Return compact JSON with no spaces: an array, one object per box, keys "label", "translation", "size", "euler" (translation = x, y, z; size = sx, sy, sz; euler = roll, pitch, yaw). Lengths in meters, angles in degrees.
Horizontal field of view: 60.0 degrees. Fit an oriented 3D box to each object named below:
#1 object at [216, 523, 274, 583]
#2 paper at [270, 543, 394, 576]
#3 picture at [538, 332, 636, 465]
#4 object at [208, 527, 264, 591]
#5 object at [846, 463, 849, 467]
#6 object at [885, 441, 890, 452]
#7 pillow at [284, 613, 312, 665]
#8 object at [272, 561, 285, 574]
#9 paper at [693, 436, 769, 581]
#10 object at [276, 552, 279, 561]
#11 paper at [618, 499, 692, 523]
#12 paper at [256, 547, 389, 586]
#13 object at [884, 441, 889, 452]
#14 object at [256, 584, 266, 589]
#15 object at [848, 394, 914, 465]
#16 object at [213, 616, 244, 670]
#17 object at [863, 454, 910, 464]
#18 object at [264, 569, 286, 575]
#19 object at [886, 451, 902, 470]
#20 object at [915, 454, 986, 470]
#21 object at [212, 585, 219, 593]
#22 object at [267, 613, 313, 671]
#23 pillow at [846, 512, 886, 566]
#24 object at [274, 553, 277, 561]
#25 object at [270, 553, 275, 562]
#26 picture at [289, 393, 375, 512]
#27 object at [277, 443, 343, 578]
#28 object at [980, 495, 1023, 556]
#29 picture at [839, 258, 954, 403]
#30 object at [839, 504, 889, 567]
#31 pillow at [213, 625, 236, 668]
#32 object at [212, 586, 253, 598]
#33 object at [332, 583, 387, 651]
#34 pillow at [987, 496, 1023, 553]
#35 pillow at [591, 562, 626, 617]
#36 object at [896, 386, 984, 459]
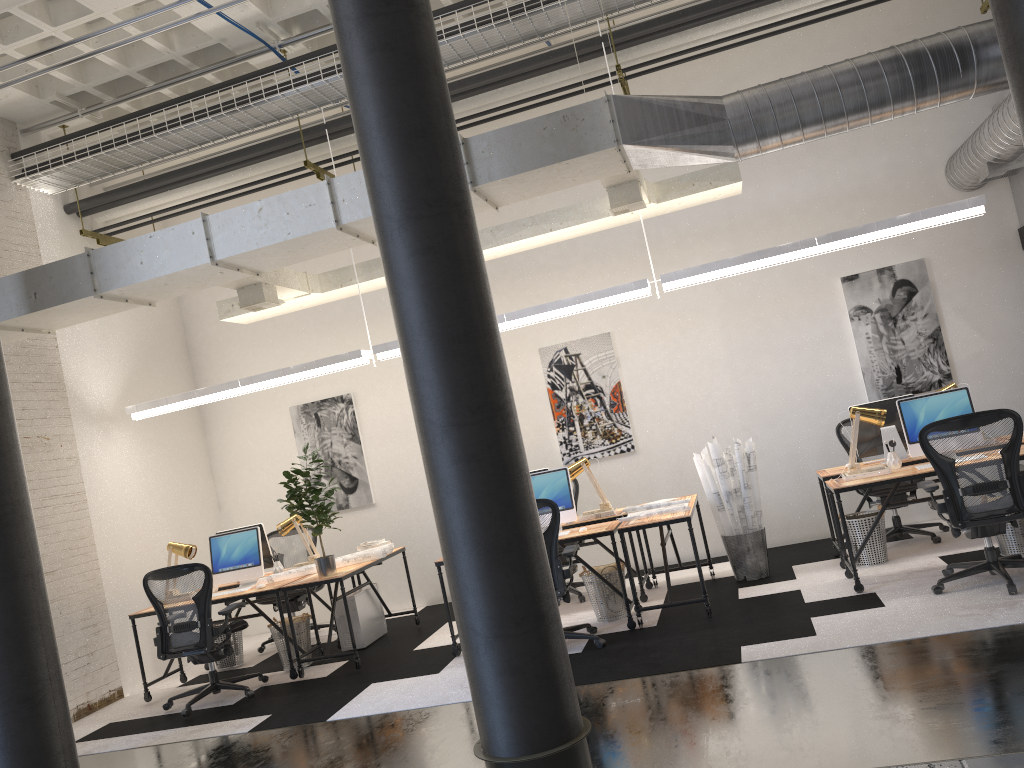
[{"label":"object","translation":[-2.429,1.542,8.053],"size":[0.484,0.485,0.189],"euler":[-13,-3,14]},{"label":"paper","translation":[-1.547,1.531,7.582],"size":[1.133,0.082,0.083],"euler":[-11,-3,-22]},{"label":"picture","translation":[0.735,0.149,8.729],"size":[0.732,1.182,0.049],"euler":[-13,-3,14]},{"label":"object","translation":[-2.307,1.481,7.479],"size":[0.484,0.485,0.189],"euler":[-13,-3,14]},{"label":"object","translation":[2.701,0.650,7.096],"size":[0.059,0.029,0.106],"euler":[-13,-4,14]},{"label":"object","translation":[2.724,0.510,6.382],"size":[0.008,0.207,0.054],"euler":[-12,-3,1]},{"label":"pillow","translation":[-1.804,2.156,7.482],"size":[0.239,0.406,0.119],"euler":[-13,-3,14]},{"label":"object","translation":[-2.086,1.644,7.908],"size":[0.101,0.126,0.101],"euler":[-10,-3,-31]},{"label":"paper","translation":[1.807,0.990,7.200],"size":[0.440,1.197,0.413],"euler":[-12,-3,-9]},{"label":"object","translation":[-2.080,1.600,7.907],"size":[0.008,0.207,0.054],"euler":[-11,-3,-21]},{"label":"paper","translation":[1.099,0.964,6.818],"size":[0.568,0.061,0.626],"euler":[-13,-4,11]},{"label":"paper","translation":[-1.587,1.529,7.420],"size":[1.133,0.082,0.083],"euler":[-11,-3,-12]},{"label":"object","translation":[2.717,0.510,6.372],"size":[0.008,0.207,0.054],"euler":[-11,-3,-21]},{"label":"object","translation":[-2.028,1.634,7.175],"size":[0.059,0.029,0.106],"euler":[-13,-4,14]},{"label":"object","translation":[2.886,0.361,6.812],"size":[0.484,0.485,0.189],"euler":[-13,-3,14]},{"label":"object","translation":[-2.594,2.345,8.056],"size":[0.359,0.434,0.353],"euler":[-12,-3,10]},{"label":"object","translation":[3.012,0.585,7.012],"size":[0.439,0.017,0.118],"euler":[-13,-4,14]},{"label":"object","translation":[-2.303,1.767,8.253],"size":[0.439,0.017,0.118],"euler":[-13,-4,14]},{"label":"object","translation":[2.739,0.548,6.367],"size":[0.101,0.126,0.101],"euler":[-10,-3,-31]},{"label":"object","translation":[2.979,0.530,6.017],"size":[0.439,0.017,0.118],"euler":[-13,-4,14]},{"label":"object","translation":[-2.576,1.729,7.608],"size":[0.101,0.126,0.101],"euler":[-10,-3,-31]},{"label":"object","translation":[-1.831,2.143,7.407],"size":[0.359,0.434,0.353],"euler":[-12,-3,10]},{"label":"pillow","translation":[2.700,1.177,6.739],"size":[0.239,0.406,0.119],"euler":[-13,-3,14]},{"label":"object","translation":[-2.087,1.601,7.897],"size":[0.008,0.207,0.054],"euler":[-12,-3,1]},{"label":"object","translation":[-2.109,1.606,7.906],"size":[0.054,0.207,0.008],"euler":[-12,-3,-3]},{"label":"picture","translation":[-1.907,0.749,9.381],"size":[0.732,1.182,0.049],"euler":[-13,-3,14]},{"label":"object","translation":[-1.600,1.003,7.071],"size":[0.514,1.077,0.439],"euler":[-12,-3,4]},{"label":"object","translation":[3.484,0.962,6.166],"size":[0.359,0.434,0.353],"euler":[-12,-3,10]},{"label":"picture","translation":[3.486,-0.477,8.050],"size":[0.732,1.182,0.049],"euler":[-13,-3,14]},{"label":"object","translation":[2.721,1.164,6.816],"size":[0.359,0.434,0.353],"euler":[-12,-3,10]},{"label":"pillow","translation":[-2.615,2.358,7.980],"size":[0.239,0.406,0.119],"euler":[-13,-3,14]},{"label":"object","translation":[-2.336,1.712,7.258],"size":[0.439,0.017,0.118],"euler":[-13,-4,14]},{"label":"object","translation":[-1.346,2.063,7.887],"size":[0.221,0.454,0.544],"euler":[-13,-3,13]},{"label":"pillow","translation":[3.511,0.974,6.241],"size":[0.239,0.406,0.119],"euler":[-13,-3,14]},{"label":"pillow","translation":[0.751,1.599,6.876],"size":[0.239,0.406,0.119],"euler":[-13,-3,14]},{"label":"object","translation":[3.008,0.299,6.238],"size":[0.484,0.485,0.189],"euler":[-13,-3,14]}]
